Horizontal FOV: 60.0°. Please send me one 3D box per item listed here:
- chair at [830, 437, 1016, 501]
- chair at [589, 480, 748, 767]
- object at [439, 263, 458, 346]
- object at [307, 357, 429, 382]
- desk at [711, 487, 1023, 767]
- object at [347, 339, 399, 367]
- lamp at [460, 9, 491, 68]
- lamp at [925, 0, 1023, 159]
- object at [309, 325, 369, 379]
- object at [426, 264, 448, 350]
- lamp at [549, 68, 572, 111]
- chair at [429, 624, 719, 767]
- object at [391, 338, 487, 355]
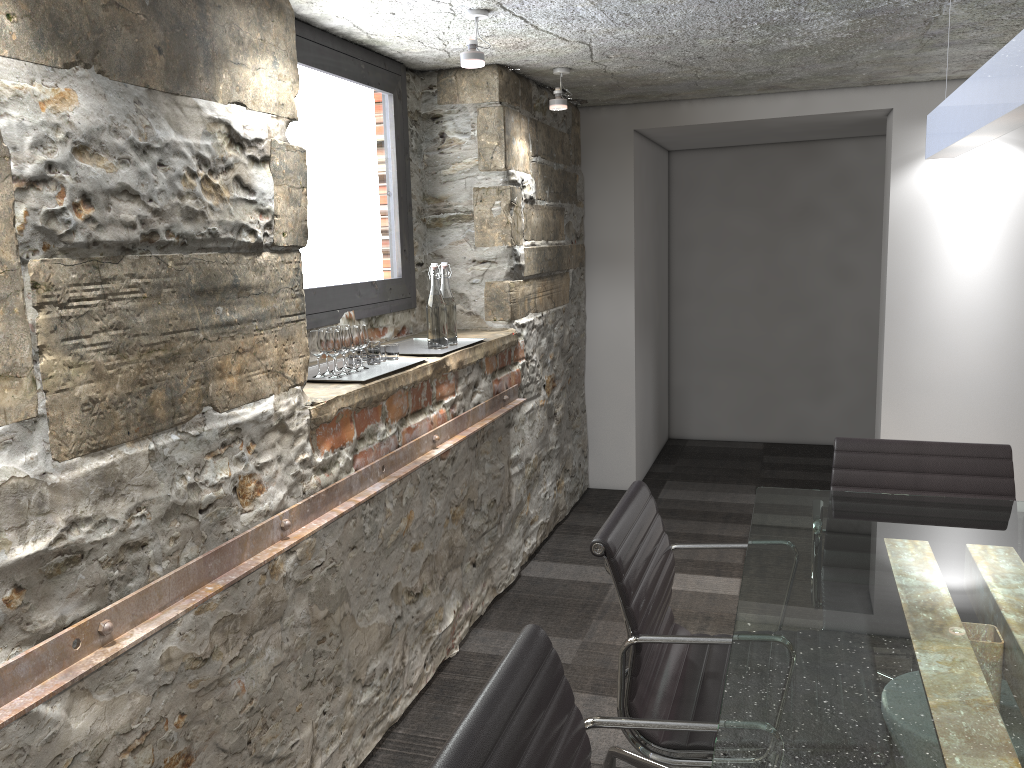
[{"bbox_3d":[1.115,0.622,2.401,0.693,0.837,0.667,0,9,10],"label":"chair"},{"bbox_3d":[0.523,0.701,2.026,0.667,0.837,0.693,0,9,9],"label":"chair"},{"bbox_3d":[-0.240,-0.289,3.226,0.073,0.300,0.073,-4,10,-13],"label":"object"},{"bbox_3d":[-0.483,-0.046,2.692,0.310,0.007,0.457,1,10,18],"label":"object"},{"bbox_3d":[0.688,0.919,1.059,0.909,0.711,3.154,1,10,18],"label":"desk"},{"bbox_3d":[-0.443,-0.103,2.789,0.111,0.072,0.191,3,10,25],"label":"object"},{"bbox_3d":[-0.115,-1.070,2.750,0.098,0.165,0.077,-9,12,-38],"label":"lamp"},{"bbox_3d":[0.640,-0.595,0.811,0.073,0.524,3.159,1,10,18],"label":"lamp"},{"bbox_3d":[-0.503,-0.097,2.580,0.108,0.131,0.218,1,10,16],"label":"object"},{"bbox_3d":[-0.268,-0.274,3.139,0.073,0.300,0.073,-4,10,-13],"label":"object"},{"bbox_3d":[0.202,-1.240,3.729,0.098,0.165,0.077,-9,12,-38],"label":"lamp"},{"bbox_3d":[0.239,0.844,1.205,0.667,0.837,0.693,0,9,8],"label":"chair"},{"bbox_3d":[-0.312,-0.138,3.221,0.310,0.007,0.457,1,10,18],"label":"object"}]
